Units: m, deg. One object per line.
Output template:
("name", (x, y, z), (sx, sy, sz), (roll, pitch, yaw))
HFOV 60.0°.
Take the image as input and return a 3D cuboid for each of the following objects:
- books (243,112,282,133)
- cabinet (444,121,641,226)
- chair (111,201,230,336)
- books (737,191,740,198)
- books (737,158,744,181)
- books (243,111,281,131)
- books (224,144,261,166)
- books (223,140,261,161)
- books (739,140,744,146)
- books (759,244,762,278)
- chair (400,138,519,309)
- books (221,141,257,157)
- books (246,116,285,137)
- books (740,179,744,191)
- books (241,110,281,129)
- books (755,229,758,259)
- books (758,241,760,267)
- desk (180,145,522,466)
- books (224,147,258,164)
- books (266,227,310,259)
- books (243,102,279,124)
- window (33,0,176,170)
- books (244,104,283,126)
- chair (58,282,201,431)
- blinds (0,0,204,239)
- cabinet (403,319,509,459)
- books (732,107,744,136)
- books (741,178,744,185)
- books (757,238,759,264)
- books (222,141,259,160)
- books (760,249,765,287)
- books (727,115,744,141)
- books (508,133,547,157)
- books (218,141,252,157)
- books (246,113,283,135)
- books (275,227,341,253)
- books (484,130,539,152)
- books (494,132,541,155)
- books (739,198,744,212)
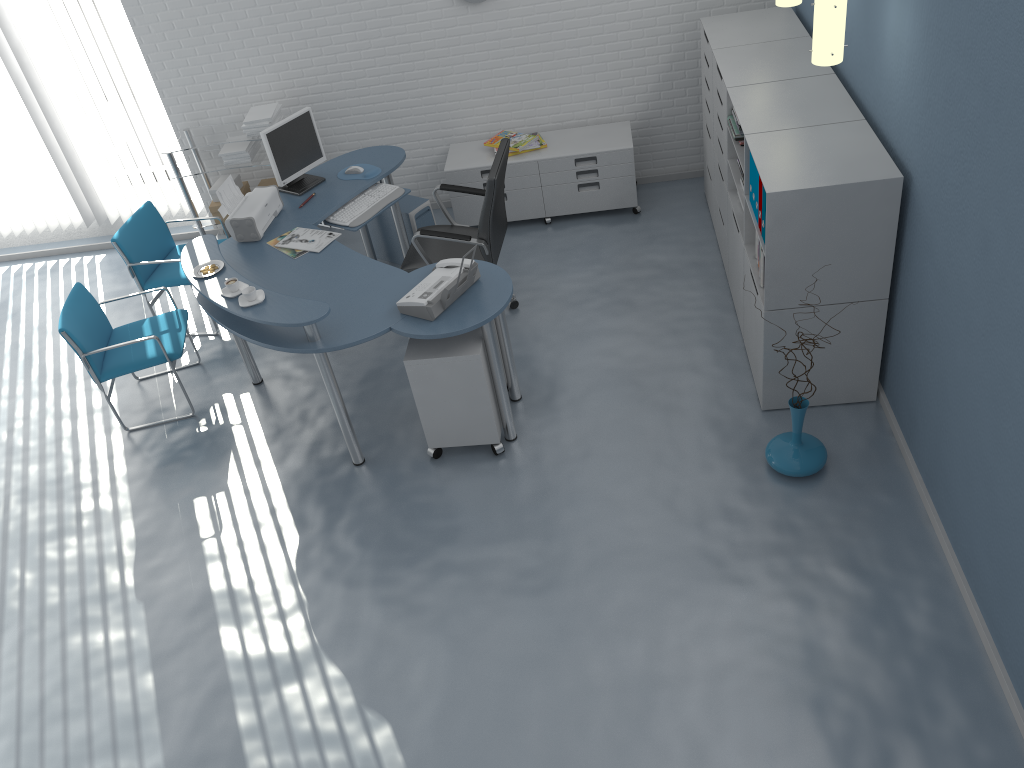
("books", (-1.647, -1.730, 5.863), (0.190, 0.015, 0.270), (-4, 38, 9))
("cabinet", (0.215, -1.394, 6.013), (1.259, 0.484, 0.447), (-5, 38, 8))
("chair", (-2.054, -0.741, 5.583), (0.543, 0.707, 0.542), (-2, 39, 12))
("books", (1.323, -0.972, 4.593), (0.270, 0.015, 0.190), (-7, 38, 6))
("books", (1.210, -1.018, 4.237), (0.224, 0.041, 0.283), (-5, 38, 8))
("books", (-1.648, -1.746, 5.858), (0.190, 0.015, 0.270), (-5, 38, 8))
("books", (-1.831, -1.559, 6.030), (0.190, 0.015, 0.270), (-6, 38, 7))
("books", (-1.827, -1.585, 6.014), (0.190, 0.015, 0.270), (-5, 38, 8))
("books", (1.218, -1.254, 4.399), (0.209, 0.019, 0.265), (-5, 38, 8))
("books", (1.200, -0.582, 3.990), (0.166, 0.217, 0.038), (-5, 38, 8))
("chair", (-0.289, -0.821, 5.035), (0.652, 0.948, 0.584), (-2, 39, 12))
("books", (-1.834, -1.609, 5.997), (0.190, 0.015, 0.270), (-4, 38, 9))
("books", (-1.634, -1.710, 5.883), (0.190, 0.015, 0.270), (-5, 38, 8))
("books", (1.231, -0.939, 4.288), (0.212, 0.034, 0.265), (-5, 38, 8))
("books", (-1.650, -1.753, 5.843), (0.190, 0.015, 0.270), (-4, 38, 10))
("books", (1.214, -0.688, 4.132), (0.157, 0.203, 0.040), (-5, 38, 8))
("books", (1.210, -0.632, 4.062), (0.157, 0.203, 0.032), (-5, 38, 8))
("desk", (-0.919, -0.473, 4.794), (1.402, 0.900, 2.282), (-21, 39, -12))
("books", (-1.833, -1.570, 6.021), (0.190, 0.015, 0.270), (-8, 38, 5))
("books", (-1.141, -0.748, 4.691), (0.200, 0.005, 0.300), (-35, 44, -27))
("books", (-1.648, -1.779, 5.828), (0.190, 0.015, 0.270), (-8, 38, 4))
("window", (-4.137, -2.598, 6.417), (3.635, 2.562, 0.008), (-5, 38, 8))
("books", (-1.635, -1.775, 5.843), (0.190, 0.015, 0.270), (-5, 38, 8))
("chair", (-2.063, -0.201, 4.900), (0.543, 0.707, 0.542), (-15, 38, -4))
("blinds", (-4.548, -2.281, 6.069), (4.001, 2.955, 0.158), (-5, 38, 8))
("cabinet", (-0.245, -0.042, 4.319), (0.383, 0.605, 0.559), (-4, 38, 9))
("books", (1.207, -1.305, 4.359), (0.212, 0.044, 0.265), (-5, 38, 8))
("books", (1.225, -0.948, 4.254), (0.212, 0.023, 0.224), (-5, 38, 8))
("books", (1.211, -0.647, 4.085), (0.157, 0.198, 0.022), (-5, 38, 8))
("books", (-1.831, -1.593, 6.000), (0.190, 0.015, 0.270), (-6, 38, 7))
("books", (1.195, -0.523, 3.944), (0.173, 0.184, 0.032), (-5, 38, 8))
("books", (1.203, -1.281, 4.394), (0.234, 0.034, 0.240), (-5, 38, 8))
("books", (0.063, -1.581, 5.878), (0.300, 0.020, 0.210), (-15, 38, -5))
("books", (-1.853, -1.610, 5.979), (0.190, 0.015, 0.270), (-7, 38, 5))
("books", (-1.636, -1.721, 5.874), (0.190, 0.015, 0.270), (-7, 38, 6))
("books", (-1.078, -0.762, 4.690), (0.300, 0.010, 0.200), (11, 43, 27))
("books", (-0.007, -1.607, 5.863), (0.300, 0.020, 0.210), (20, 47, 34))
("books", (0.032, -1.589, 5.864), (0.300, 0.020, 0.210), (-9, 38, 4))
("books", (1.325, -0.960, 4.602), (0.270, 0.015, 0.190), (-5, 38, 8))
